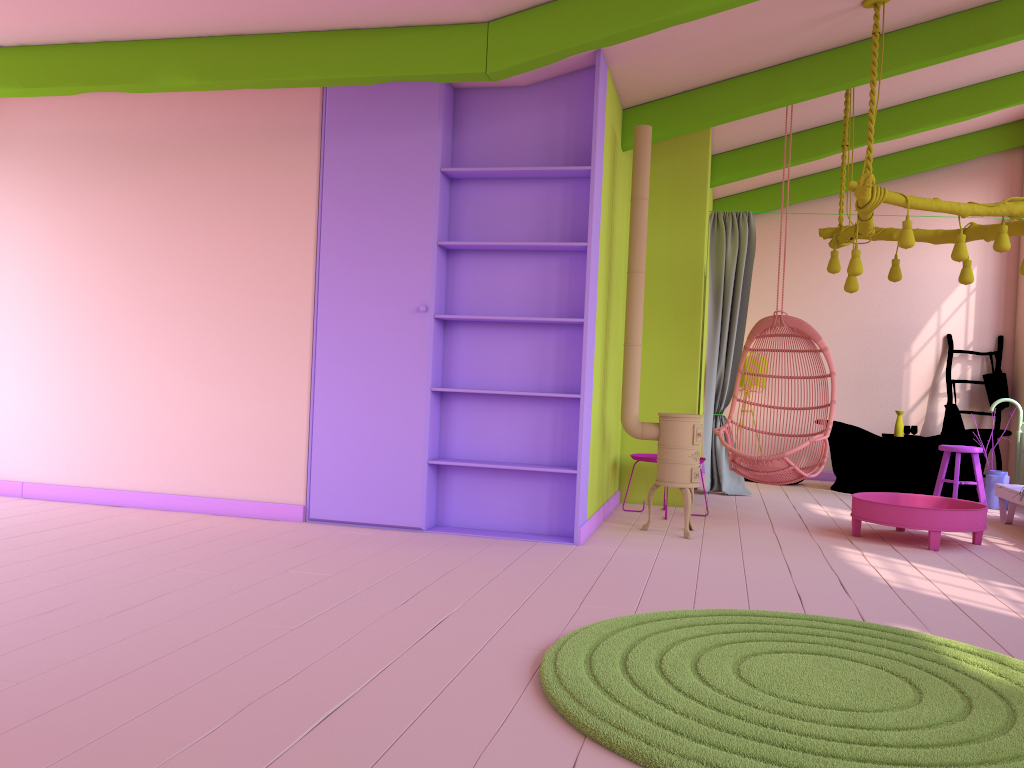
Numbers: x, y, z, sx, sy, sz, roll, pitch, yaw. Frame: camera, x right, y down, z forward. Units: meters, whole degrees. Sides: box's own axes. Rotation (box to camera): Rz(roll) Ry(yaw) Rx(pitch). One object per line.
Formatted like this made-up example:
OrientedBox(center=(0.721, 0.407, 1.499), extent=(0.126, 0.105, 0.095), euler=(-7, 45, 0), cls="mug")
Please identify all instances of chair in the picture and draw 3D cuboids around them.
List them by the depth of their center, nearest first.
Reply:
OrientedBox(center=(2.073, -0.783, 6.850), extent=(0.860, 3.130, 0.806), euler=(3, 1, 33), cls="chair")
OrientedBox(center=(4.079, 0.865, 8.132), extent=(0.473, 0.593, 0.446), euler=(2, 1, -18), cls="chair")

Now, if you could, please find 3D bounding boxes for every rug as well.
OrientedBox(center=(1.047, 1.020, 2.983), extent=(1.889, 0.050, 1.888), euler=(3, 0, 1), cls="rug")

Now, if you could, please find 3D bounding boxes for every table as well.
OrientedBox(center=(2.879, 0.969, 6.306), extent=(0.885, 0.285, 0.885), euler=(3, 0, 39), cls="table")
OrientedBox(center=(1.229, 0.804, 7.057), extent=(0.596, 0.458, 0.596), euler=(2, 1, -39), cls="table")

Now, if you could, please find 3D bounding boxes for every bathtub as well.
OrientedBox(center=(4.137, 0.788, 9.254), extent=(1.889, 0.740, 0.826), euler=(3, 1, 13), cls="bathtub")

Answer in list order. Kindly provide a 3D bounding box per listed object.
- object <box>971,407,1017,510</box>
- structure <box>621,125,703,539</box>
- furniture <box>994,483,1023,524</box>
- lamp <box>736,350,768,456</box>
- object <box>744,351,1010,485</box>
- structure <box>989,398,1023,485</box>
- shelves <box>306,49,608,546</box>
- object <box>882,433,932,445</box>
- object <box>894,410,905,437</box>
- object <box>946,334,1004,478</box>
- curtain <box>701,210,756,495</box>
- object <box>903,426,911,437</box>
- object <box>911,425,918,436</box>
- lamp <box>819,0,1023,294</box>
OrientedBox(center=(4.555, 0.684, 8.371), extent=(0.277, 0.987, 0.451), euler=(2, 1, -32), cls="object")
OrientedBox(center=(1.112, -0.374, 6.216), extent=(0.577, 2.815, 0.403), euler=(3, 1, 30), cls="structure")
OrientedBox(center=(4.075, 0.915, 5.729), extent=(0.907, 0.507, 3.776), euler=(3, 0, 13), cls="furniture")
OrientedBox(center=(2.680, 0.336, 10.241), extent=(0.491, 1.467, 0.476), euler=(3, 1, 43), cls="lamp")
OrientedBox(center=(3.169, 0.337, 6.417), extent=(2.826, 1.580, 7.865), euler=(3, 0, 14), cls="object")
OrientedBox(center=(5.112, 0.679, 9.004), extent=(0.254, 1.061, 0.451), euler=(2, 1, -33), cls="structure")
OrientedBox(center=(-0.386, -0.572, 5.809), extent=(1.841, 3.105, 0.384), euler=(3, 1, 13), cls="shelves")
OrientedBox(center=(4.115, 0.575, 9.259), extent=(0.360, 0.068, 1.323), euler=(3, 0, 13), cls="object")
OrientedBox(center=(4.037, 0.438, 9.245), extent=(0.097, 0.321, 0.097), euler=(3, 1, 24), cls="object")
OrientedBox(center=(5.098, 0.326, 9.778), extent=(0.603, 1.765, 0.410), euler=(3, 1, 13), cls="object")
OrientedBox(center=(2.090, -0.340, 8.658), extent=(0.518, 2.786, 0.525), euler=(2, 1, -6), cls="curtain")
OrientedBox(center=(4.041, 0.512, 9.075), extent=(0.069, 0.170, 0.069), euler=(3, 1, 33), cls="object")
OrientedBox(center=(4.176, 0.517, 9.211), extent=(0.069, 0.170, 0.069), euler=(3, 1, 33), cls="object")
OrientedBox(center=(2.852, -1.761, 6.261), extent=(1.611, 2.265, 1.775), euler=(3, 1, -5), cls="lamp")
